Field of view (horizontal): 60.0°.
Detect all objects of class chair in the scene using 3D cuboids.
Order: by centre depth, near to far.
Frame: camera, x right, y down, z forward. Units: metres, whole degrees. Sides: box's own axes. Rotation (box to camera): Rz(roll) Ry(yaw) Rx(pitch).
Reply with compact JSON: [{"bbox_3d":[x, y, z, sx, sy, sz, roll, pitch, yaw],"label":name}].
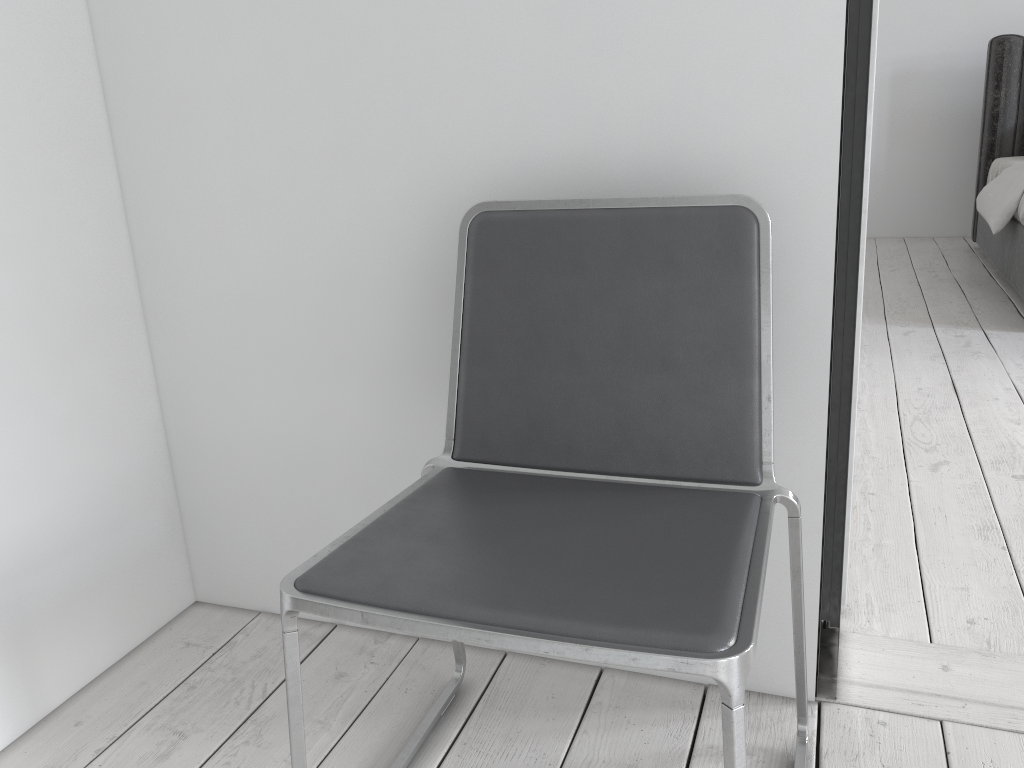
[{"bbox_3d":[0.062,0.208,1.061,0.562,0.797,0.525,3,18,20],"label":"chair"}]

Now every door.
[{"bbox_3d":[0.228,-0.730,1.398,0.666,2.324,0.034,3,18,20],"label":"door"}]

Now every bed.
[{"bbox_3d":[3.096,-1.014,3.819,1.888,1.167,2.178,3,18,20],"label":"bed"}]
